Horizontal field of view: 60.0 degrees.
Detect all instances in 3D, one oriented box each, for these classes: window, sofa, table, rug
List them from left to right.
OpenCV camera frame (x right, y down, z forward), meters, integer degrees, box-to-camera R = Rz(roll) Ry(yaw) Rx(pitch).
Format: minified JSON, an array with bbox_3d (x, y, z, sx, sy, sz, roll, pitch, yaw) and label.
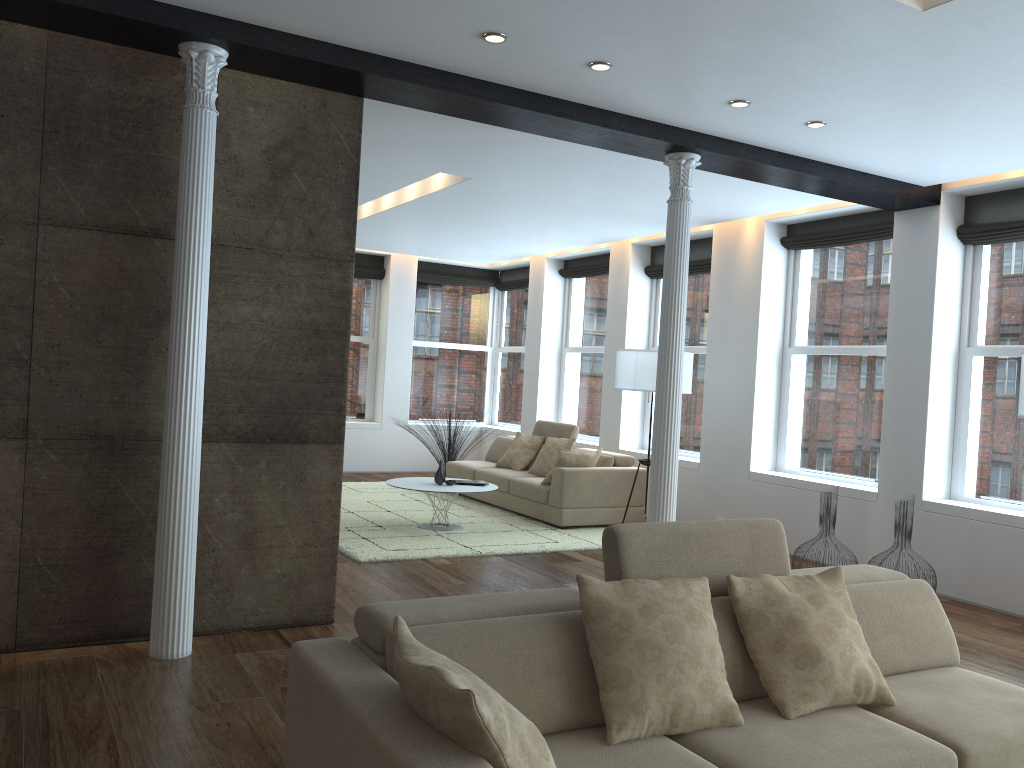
[{"bbox_3d":[-2.513,-0.620,12.130,1.420,2.400,0.123,3,1,-29],"label":"window"},{"bbox_3d":[-0.860,1.294,9.059,2.972,0.020,4.231,3,1,-29],"label":"rug"},{"bbox_3d":[-0.646,1.108,8.076,1.022,0.393,1.022,3,0,15],"label":"table"},{"bbox_3d":[-0.903,-0.534,13.028,1.474,2.400,0.123,3,1,-29],"label":"window"},{"bbox_3d":[0.278,0.889,9.659,1.018,0.950,2.581,3,1,-29],"label":"sofa"},{"bbox_3d":[1.023,-0.407,11.143,0.123,2.400,1.444,3,1,-29],"label":"window"},{"bbox_3d":[2.454,0.203,21.115,34.761,17.917,13.698,3,1,-29],"label":"window"},{"bbox_3d":[1.900,-0.344,9.578,0.123,2.400,1.345,3,1,-29],"label":"window"},{"bbox_3d":[0.683,0.968,2.868,2.581,0.950,1.021,3,1,-29],"label":"sofa"},{"bbox_3d":[2.911,-0.271,7.776,0.123,2.400,1.391,3,1,-29],"label":"window"},{"bbox_3d":[3.797,-0.207,6.197,0.123,2.400,1.432,3,1,-29],"label":"window"}]

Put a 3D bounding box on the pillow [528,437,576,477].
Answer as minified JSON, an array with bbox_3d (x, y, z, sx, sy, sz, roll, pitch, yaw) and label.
[{"bbox_3d":[0.420,0.769,9.443,0.301,0.439,0.534,3,1,-33],"label":"pillow"}]

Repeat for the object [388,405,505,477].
[{"bbox_3d":[-0.789,0.765,11.134,1.119,1.014,1.125,3,1,-43],"label":"object"}]

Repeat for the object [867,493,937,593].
[{"bbox_3d":[2.701,1.143,6.140,0.458,0.781,0.458,3,1,-30],"label":"object"}]

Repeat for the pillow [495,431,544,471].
[{"bbox_3d":[0.103,0.757,9.981,0.368,0.416,0.519,3,1,-34],"label":"pillow"}]

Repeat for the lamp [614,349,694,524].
[{"bbox_3d":[1.256,0.565,8.107,0.698,1.728,0.698,3,0,-6],"label":"lamp"}]

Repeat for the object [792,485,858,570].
[{"bbox_3d":[2.284,1.116,6.440,0.458,0.781,0.458,3,1,-30],"label":"object"}]

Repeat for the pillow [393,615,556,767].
[{"bbox_3d":[-0.084,0.821,2.174,0.395,0.393,0.518,3,1,-26],"label":"pillow"}]

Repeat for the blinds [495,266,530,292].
[{"bbox_3d":[0.142,-1.520,12.685,0.156,0.327,1.377,3,1,-29],"label":"blinds"}]

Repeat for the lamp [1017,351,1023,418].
[{"bbox_3d":[3.109,0.700,4.804,0.698,1.728,0.698,3,0,-6],"label":"lamp"}]

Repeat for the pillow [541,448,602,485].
[{"bbox_3d":[0.584,0.807,8.663,0.518,0.393,0.395,3,1,-33],"label":"pillow"}]

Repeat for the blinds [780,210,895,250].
[{"bbox_3d":[2.918,-1.346,7.737,0.156,0.275,1.396,3,1,-29],"label":"blinds"}]

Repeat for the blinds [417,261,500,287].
[{"bbox_3d":[-0.812,-1.585,12.937,1.442,0.312,0.155,3,1,-29],"label":"blinds"}]

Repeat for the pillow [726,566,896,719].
[{"bbox_3d":[1.012,0.866,3.049,0.519,0.416,0.368,3,1,-25],"label":"pillow"}]

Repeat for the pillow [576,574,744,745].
[{"bbox_3d":[0.463,0.826,2.754,0.534,0.439,0.301,3,1,-26],"label":"pillow"}]

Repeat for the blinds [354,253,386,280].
[{"bbox_3d":[-2.408,-1.645,12.039,1.422,0.363,0.156,3,1,-29],"label":"blinds"}]

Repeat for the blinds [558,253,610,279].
[{"bbox_3d":[1.031,-1.482,11.101,0.156,0.275,1.442,3,1,-29],"label":"blinds"}]

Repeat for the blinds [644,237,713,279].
[{"bbox_3d":[1.904,-1.360,9.540,0.156,0.393,1.342,3,1,-29],"label":"blinds"}]

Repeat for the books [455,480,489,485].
[{"bbox_3d":[-0.384,0.911,8.223,0.300,0.010,0.220,3,0,-14],"label":"books"}]

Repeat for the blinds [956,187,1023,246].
[{"bbox_3d":[3.787,-1.222,6.150,0.183,0.395,1.431,3,1,-29],"label":"blinds"}]

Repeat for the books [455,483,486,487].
[{"bbox_3d":[-0.388,0.921,8.197,0.300,0.010,0.220,3,0,6],"label":"books"}]
